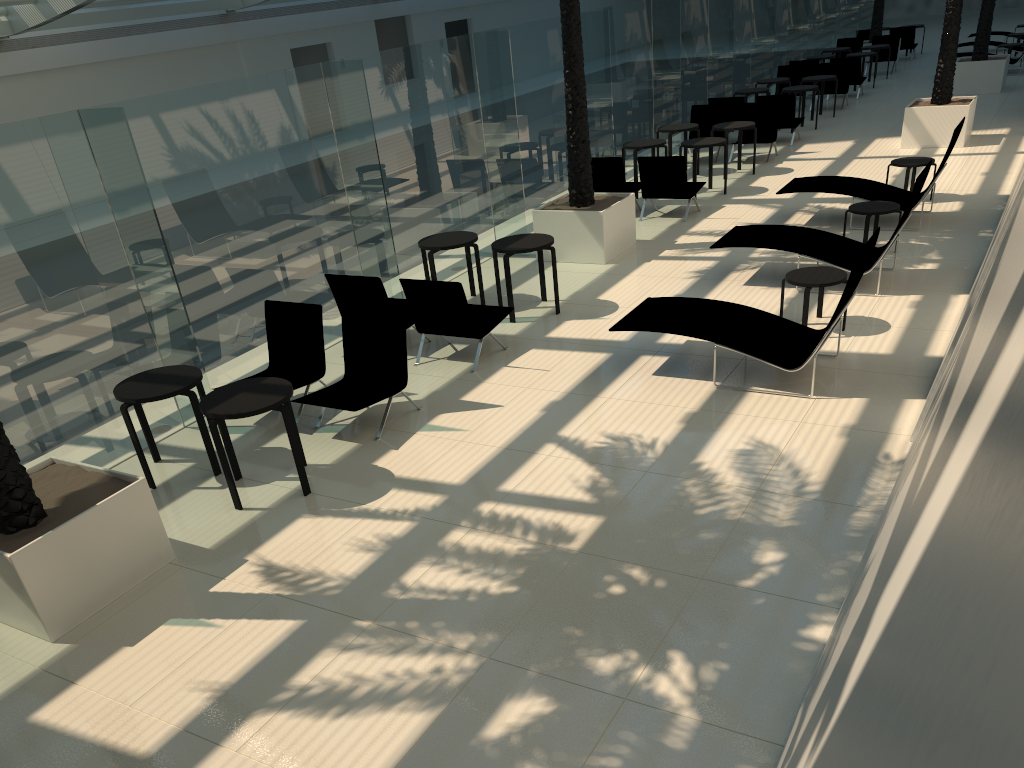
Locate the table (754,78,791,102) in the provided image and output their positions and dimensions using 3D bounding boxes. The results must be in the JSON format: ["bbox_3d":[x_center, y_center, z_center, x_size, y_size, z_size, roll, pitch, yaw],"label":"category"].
[{"bbox_3d":[5.677,-6.204,19.034,0.674,0.839,0.634,-13,29,-13],"label":"table"}]

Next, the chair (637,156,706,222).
[{"bbox_3d":[2.330,-2.924,12.665,0.706,0.954,0.834,10,32,29],"label":"chair"}]

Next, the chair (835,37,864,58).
[{"bbox_3d":[9.153,-8.952,23.919,0.706,0.954,0.834,10,32,29],"label":"chair"}]

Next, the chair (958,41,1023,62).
[{"bbox_3d":[12.912,-9.187,23.047,2.009,1.242,0.866,8,32,28],"label":"chair"}]

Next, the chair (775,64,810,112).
[{"bbox_3d":[6.264,-6.711,19.831,0.706,0.954,0.834,10,32,29],"label":"chair"}]

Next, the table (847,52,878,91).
[{"bbox_3d":[8.588,-7.717,21.533,0.671,0.839,0.637,-16,29,-17],"label":"table"}]

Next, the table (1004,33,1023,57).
[{"bbox_3d":[13.856,-9.293,23.864,0.549,0.556,0.517,-13,28,-13],"label":"table"}]

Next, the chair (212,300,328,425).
[{"bbox_3d":[-2.172,-0.167,7.893,0.706,0.954,0.834,10,32,29],"label":"chair"}]

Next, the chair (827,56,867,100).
[{"bbox_3d":[7.933,-7.271,20.595,0.706,0.954,0.834,10,32,29],"label":"chair"}]

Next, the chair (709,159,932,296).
[{"bbox_3d":[3.268,-1.706,9.400,2.009,1.242,0.866,8,32,28],"label":"chair"}]

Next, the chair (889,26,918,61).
[{"bbox_3d":[11.528,-10.059,25.683,0.706,0.954,0.834,10,32,29],"label":"chair"}]

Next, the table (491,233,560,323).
[{"bbox_3d":[0.153,-1.173,9.595,0.671,0.839,0.637,-16,29,-17],"label":"table"}]

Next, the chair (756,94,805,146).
[{"bbox_3d":[5.113,-5.083,16.604,0.706,0.954,0.834,10,32,29],"label":"chair"}]

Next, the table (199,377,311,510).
[{"bbox_3d":[-1.922,0.444,6.643,0.677,0.839,0.632,-11,28,-9],"label":"table"}]

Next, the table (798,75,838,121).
[{"bbox_3d":[6.514,-6.100,18.581,0.674,0.839,0.634,-13,29,-13],"label":"table"}]

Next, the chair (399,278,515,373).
[{"bbox_3d":[-0.509,-0.722,8.649,0.706,0.954,0.834,10,32,29],"label":"chair"}]

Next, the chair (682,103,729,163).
[{"bbox_3d":[3.450,-4.528,15.849,0.706,0.954,0.834,10,32,29],"label":"chair"}]

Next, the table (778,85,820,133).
[{"bbox_3d":[5.775,-5.534,17.551,0.671,0.839,0.637,-16,29,-17],"label":"table"}]

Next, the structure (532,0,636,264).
[{"bbox_3d":[0.546,-4.958,9.682,4.784,7.532,4.152,7,31,23],"label":"structure"}]

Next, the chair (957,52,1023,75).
[{"bbox_3d":[11.629,-8.192,21.232,2.009,1.242,0.866,8,32,28],"label":"chair"}]

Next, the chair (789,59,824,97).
[{"bbox_3d":[7.129,-7.371,21.031,0.706,0.954,0.834,10,32,29],"label":"chair"}]

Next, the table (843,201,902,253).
[{"bbox_3d":[4.212,-1.812,10.217,0.549,0.556,0.517,-13,28,-13],"label":"table"}]

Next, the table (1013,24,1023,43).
[{"bbox_3d":[15.138,-10.288,25.679,0.549,0.556,0.517,-13,28,-13],"label":"table"}]

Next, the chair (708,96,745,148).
[{"bbox_3d":[4.309,-5.183,17.040,0.706,0.954,0.834,10,32,29],"label":"chair"}]

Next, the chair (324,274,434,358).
[{"bbox_3d":[-1.313,-0.822,9.084,0.706,0.954,0.834,10,32,29],"label":"chair"}]

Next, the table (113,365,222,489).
[{"bbox_3d":[-2.759,0.340,7.096,0.677,0.839,0.632,-11,28,-9],"label":"table"}]

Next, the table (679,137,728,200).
[{"bbox_3d":[2.978,-3.365,13.594,0.671,0.839,0.637,-16,29,-17],"label":"table"}]

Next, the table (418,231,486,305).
[{"bbox_3d":[-0.684,-1.277,10.048,0.671,0.839,0.637,-16,29,-17],"label":"table"}]

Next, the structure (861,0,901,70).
[{"bbox_3d":[10.087,-12.363,23.193,4.287,7.532,4.638,-28,35,-33],"label":"structure"}]

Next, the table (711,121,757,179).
[{"bbox_3d":[3.700,-3.917,14.599,0.674,0.839,0.634,-13,29,-13],"label":"table"}]

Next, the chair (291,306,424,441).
[{"bbox_3d":[-1.368,-0.067,7.457,0.706,0.954,0.834,10,32,29],"label":"chair"}]

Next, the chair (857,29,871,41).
[{"bbox_3d":[10.724,-10.159,26.118,0.706,0.954,0.834,10,32,29],"label":"chair"}]

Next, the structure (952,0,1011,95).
[{"bbox_3d":[9.971,-9.726,17.732,4.645,7.332,3.960,-1,29,10],"label":"structure"}]

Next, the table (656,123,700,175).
[{"bbox_3d":[2.863,-4.021,15.052,0.674,0.839,0.634,-13,29,-13],"label":"table"}]

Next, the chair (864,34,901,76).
[{"bbox_3d":[9.957,-8.852,23.484,0.706,0.954,0.834,10,32,29],"label":"chair"}]

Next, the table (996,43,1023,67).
[{"bbox_3d":[12.573,-8.298,22.049,0.549,0.556,0.517,-13,28,-13],"label":"table"}]

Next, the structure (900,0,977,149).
[{"bbox_3d":[7.153,-7.411,13.385,4.557,7.397,4.041,-18,31,-20],"label":"structure"}]

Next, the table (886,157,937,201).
[{"bbox_3d":[5.495,-2.807,12.032,0.547,0.556,0.519,-16,29,-17],"label":"table"}]

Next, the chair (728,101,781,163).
[{"bbox_3d":[4.255,-4.428,15.414,0.706,0.954,0.834,10,32,29],"label":"chair"}]

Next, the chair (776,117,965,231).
[{"bbox_3d":[4.551,-2.701,11.215,2.009,1.242,0.866,8,32,28],"label":"chair"}]

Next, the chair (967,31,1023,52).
[{"bbox_3d":[14.194,-10.182,24.862,2.009,1.242,0.866,8,32,28],"label":"chair"}]

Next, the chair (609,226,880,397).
[{"bbox_3d":[1.946,-0.680,7.528,2.009,1.242,0.866,8,32,28],"label":"chair"}]

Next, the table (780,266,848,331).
[{"bbox_3d":[2.890,-0.786,8.345,0.549,0.556,0.517,-13,28,-13],"label":"table"}]

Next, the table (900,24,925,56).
[{"bbox_3d":[12.127,-10.461,26.540,0.677,0.839,0.632,-11,28,-9],"label":"table"}]

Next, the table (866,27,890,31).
[{"bbox_3d":[11.290,-10.565,26.993,0.677,0.839,0.632,-11,28,-9],"label":"table"}]

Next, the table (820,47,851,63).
[{"bbox_3d":[8.566,-8.445,23.123,0.674,0.839,0.634,-13,29,-13],"label":"table"}]

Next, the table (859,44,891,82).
[{"bbox_3d":[9.403,-8.341,22.670,0.674,0.839,0.634,-13,29,-13],"label":"table"}]

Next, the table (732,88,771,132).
[{"bbox_3d":[4.938,-5.638,18.004,0.671,0.839,0.637,-16,29,-17],"label":"table"}]

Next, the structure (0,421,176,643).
[{"bbox_3d":[-3.538,-1.810,3.947,4.461,7.532,4.450,-1,29,10],"label":"structure"}]

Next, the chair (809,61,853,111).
[{"bbox_3d":[7.068,-6.611,19.395,0.706,0.954,0.834,10,32,29],"label":"chair"}]

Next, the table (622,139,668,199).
[{"bbox_3d":[2.142,-3.469,14.047,0.671,0.839,0.637,-16,29,-17],"label":"table"}]

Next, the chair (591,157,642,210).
[{"bbox_3d":[1.525,-3.024,13.100,0.706,0.954,0.834,10,32,29],"label":"chair"}]

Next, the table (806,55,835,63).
[{"bbox_3d":[7.752,-7.821,21.986,0.671,0.839,0.637,-16,29,-17],"label":"table"}]
